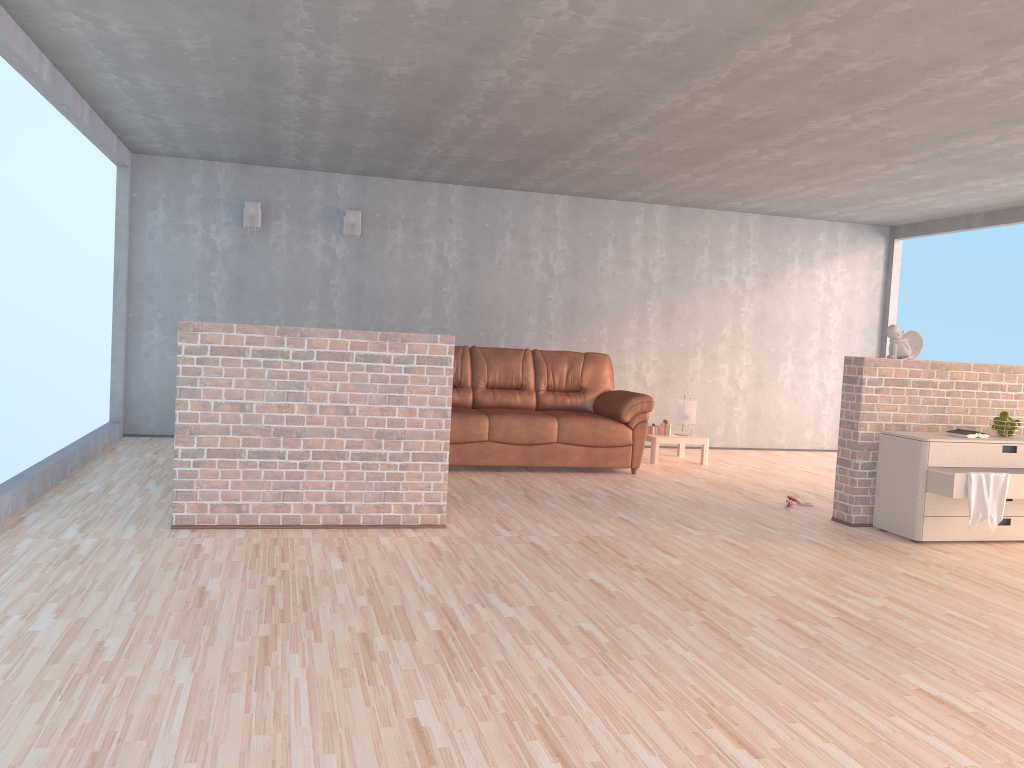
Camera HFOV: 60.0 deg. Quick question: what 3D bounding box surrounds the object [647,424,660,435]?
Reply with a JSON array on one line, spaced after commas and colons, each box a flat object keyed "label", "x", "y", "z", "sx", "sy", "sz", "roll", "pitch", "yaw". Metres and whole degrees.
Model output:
[{"label": "object", "x": 1.320, "y": 0.411, "z": 8.177, "sx": 0.080, "sy": 0.105, "sz": 0.152, "roll": 6, "pitch": 4, "yaw": 44}]

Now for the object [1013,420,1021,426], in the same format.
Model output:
[{"label": "object", "x": 3.115, "y": 0.244, "z": 5.467, "sx": 0.047, "sy": 0.047, "sz": 0.046, "roll": 4, "pitch": 3, "yaw": 23}]

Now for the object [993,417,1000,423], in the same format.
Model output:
[{"label": "object", "x": 3.015, "y": 0.230, "z": 5.507, "sx": 0.049, "sy": 0.053, "sz": 0.054, "roll": 4, "pitch": 3, "yaw": 16}]

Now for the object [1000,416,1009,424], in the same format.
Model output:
[{"label": "object", "x": 3.020, "y": 0.222, "z": 5.443, "sx": 0.046, "sy": 0.045, "sz": 0.046, "roll": 2, "pitch": 3, "yaw": -15}]

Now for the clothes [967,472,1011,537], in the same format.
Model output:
[{"label": "clothes", "x": 2.647, "y": 0.677, "z": 4.965, "sx": 0.325, "sy": 0.369, "sz": 0.097, "roll": 2, "pitch": 3, "yaw": -14}]

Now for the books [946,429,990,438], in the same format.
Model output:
[{"label": "books", "x": 2.753, "y": 0.299, "z": 5.353, "sx": 0.209, "sy": 0.040, "sz": 0.146, "roll": 2, "pitch": 3, "yaw": -25}]

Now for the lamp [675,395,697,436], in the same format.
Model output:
[{"label": "lamp", "x": 1.615, "y": 0.291, "z": 8.205, "sx": 0.140, "sy": 0.376, "sz": 0.140, "roll": 2, "pitch": 3, "yaw": -15}]

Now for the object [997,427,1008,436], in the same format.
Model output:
[{"label": "object", "x": 3.031, "y": 0.292, "z": 5.476, "sx": 0.060, "sy": 0.055, "sz": 0.059, "roll": 5, "pitch": 4, "yaw": 30}]

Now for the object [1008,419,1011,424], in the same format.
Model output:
[{"label": "object", "x": 3.051, "y": 0.234, "z": 5.466, "sx": 0.039, "sy": 0.038, "sz": 0.039, "roll": 4, "pitch": 3, "yaw": 14}]

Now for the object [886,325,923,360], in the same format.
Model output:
[{"label": "object", "x": 2.475, "y": -0.265, "z": 5.630, "sx": 0.216, "sy": 0.218, "sz": 0.131, "roll": 2, "pitch": 3, "yaw": -16}]

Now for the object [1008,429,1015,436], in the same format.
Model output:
[{"label": "object", "x": 3.085, "y": 0.299, "z": 5.486, "sx": 0.046, "sy": 0.048, "sz": 0.048, "roll": 2, "pitch": 4, "yaw": -26}]

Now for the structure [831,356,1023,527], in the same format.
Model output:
[{"label": "structure", "x": 2.795, "y": 0.382, "z": 5.762, "sx": 1.422, "sy": 1.057, "sz": 0.211, "roll": 2, "pitch": 3, "yaw": -15}]

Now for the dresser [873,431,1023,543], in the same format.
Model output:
[{"label": "dresser", "x": 3.136, "y": 0.645, "z": 5.390, "sx": 1.686, "sy": 0.612, "sz": 0.605, "roll": 2, "pitch": 3, "yaw": -15}]

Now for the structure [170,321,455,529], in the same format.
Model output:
[{"label": "structure", "x": -1.044, "y": 0.230, "z": 4.751, "sx": 1.422, "sy": 1.057, "sz": 0.211, "roll": 2, "pitch": 3, "yaw": -15}]

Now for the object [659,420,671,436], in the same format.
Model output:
[{"label": "object", "x": 1.405, "y": 0.395, "z": 8.124, "sx": 0.099, "sy": 0.147, "sz": 0.102, "roll": 4, "pitch": 3, "yaw": 14}]

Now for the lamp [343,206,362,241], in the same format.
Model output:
[{"label": "lamp", "x": -1.457, "y": -1.466, "z": 8.116, "sx": 0.165, "sy": 0.319, "sz": 0.177, "roll": 2, "pitch": 3, "yaw": -15}]

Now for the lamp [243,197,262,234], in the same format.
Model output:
[{"label": "lamp", "x": -2.310, "y": -1.499, "z": 7.887, "sx": 0.165, "sy": 0.319, "sz": 0.168, "roll": 2, "pitch": 3, "yaw": -15}]

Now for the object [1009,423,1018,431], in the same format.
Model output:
[{"label": "object", "x": 3.076, "y": 0.260, "z": 5.447, "sx": 0.057, "sy": 0.057, "sz": 0.057, "roll": 4, "pitch": 3, "yaw": 18}]

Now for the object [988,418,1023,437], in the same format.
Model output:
[{"label": "object", "x": 3.054, "y": 0.276, "z": 5.493, "sx": 0.202, "sy": 0.104, "sz": 0.202, "roll": 2, "pitch": 3, "yaw": -21}]

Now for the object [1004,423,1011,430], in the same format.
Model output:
[{"label": "object", "x": 3.036, "y": 0.260, "z": 5.437, "sx": 0.038, "sy": 0.040, "sz": 0.039, "roll": 3, "pitch": 3, "yaw": -6}]

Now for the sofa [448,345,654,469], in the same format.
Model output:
[{"label": "sofa", "x": -0.016, "y": 0.165, "z": 7.372, "sx": 2.202, "sy": 0.923, "sz": 0.981, "roll": 2, "pitch": 3, "yaw": -15}]

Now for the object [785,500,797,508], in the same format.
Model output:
[{"label": "object", "x": 1.906, "y": 0.818, "z": 6.061, "sx": 0.078, "sy": 0.066, "sz": 0.192, "roll": 4, "pitch": 3, "yaw": 21}]

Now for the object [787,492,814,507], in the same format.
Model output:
[{"label": "object", "x": 2.019, "y": 0.806, "z": 6.203, "sx": 0.188, "sy": 0.085, "sz": 0.069, "roll": 5, "pitch": 3, "yaw": 24}]

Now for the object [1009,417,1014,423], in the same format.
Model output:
[{"label": "object", "x": 3.089, "y": 0.228, "z": 5.500, "sx": 0.043, "sy": 0.043, "sz": 0.039, "roll": 1, "pitch": 4, "yaw": -29}]

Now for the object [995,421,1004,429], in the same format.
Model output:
[{"label": "object", "x": 3.004, "y": 0.253, "z": 5.466, "sx": 0.046, "sy": 0.044, "sz": 0.046, "roll": 2, "pitch": 3, "yaw": -19}]

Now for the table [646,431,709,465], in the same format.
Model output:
[{"label": "table", "x": 1.453, "y": 0.586, "z": 8.223, "sx": 0.548, "sy": 0.241, "sz": 0.548, "roll": 2, "pitch": 3, "yaw": -15}]

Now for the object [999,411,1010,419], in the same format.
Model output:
[{"label": "object", "x": 3.051, "y": 0.197, "z": 5.494, "sx": 0.054, "sy": 0.056, "sz": 0.054, "roll": 2, "pitch": 3, "yaw": -15}]
